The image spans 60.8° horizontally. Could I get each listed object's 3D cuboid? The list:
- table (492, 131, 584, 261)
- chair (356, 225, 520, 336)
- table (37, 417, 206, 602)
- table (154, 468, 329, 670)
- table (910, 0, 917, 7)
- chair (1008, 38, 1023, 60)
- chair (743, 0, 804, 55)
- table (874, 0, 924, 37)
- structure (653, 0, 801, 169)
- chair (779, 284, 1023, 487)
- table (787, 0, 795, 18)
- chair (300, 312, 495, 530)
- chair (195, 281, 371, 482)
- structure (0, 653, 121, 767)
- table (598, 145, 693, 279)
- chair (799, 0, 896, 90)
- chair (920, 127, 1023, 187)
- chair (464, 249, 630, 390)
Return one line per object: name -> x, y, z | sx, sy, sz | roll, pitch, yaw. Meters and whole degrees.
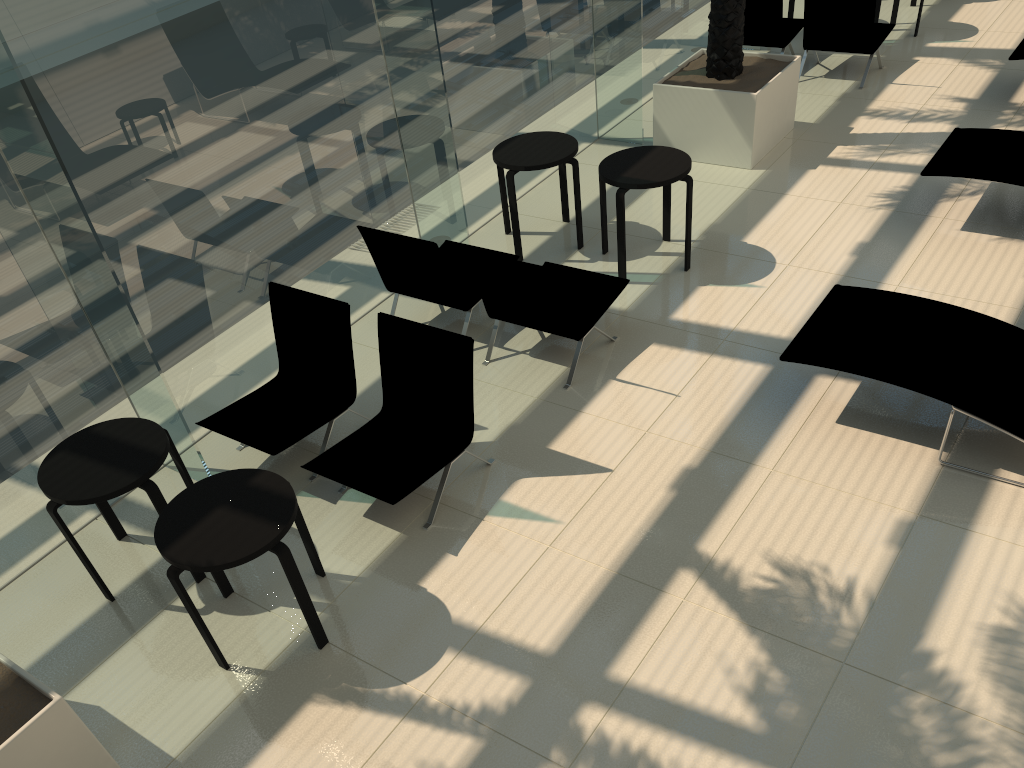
table -> 0.226, -1.539, 7.145 | 0.675, 0.847, 0.626 | -16, 40, -9
chair -> -0.490, -0.879, 6.388 | 0.697, 0.964, 0.835 | 20, 47, 30
table -> -2.122, 0.705, 4.887 | 0.680, 0.847, 0.622 | -10, 40, -2
table -> -1.326, 0.945, 4.437 | 0.680, 0.847, 0.622 | -10, 40, -2
table -> 5.031, -5.107, 10.521 | 0.678, 0.847, 0.623 | -13, 40, -6
chair -> 5.581, -3.064, 7.590 | 1.984, 1.256, 0.867 | 18, 46, 29
chair -> 2.719, -3.934, 9.459 | 0.697, 0.964, 0.835 | 20, 47, 30
table -> 4.217, -4.341, 9.753 | 0.675, 0.847, 0.626 | -16, 40, -9
structure -> 1.544, -5.149, 5.903 | 4.738, 7.607, 4.147 | 14, 45, 25
chair -> 2.635, -0.260, 4.771 | 1.984, 1.256, 0.867 | 18, 46, 29
table -> 3.421, -4.581, 10.202 | 0.675, 0.847, 0.626 | -16, 40, -9
chair -> -0.694, 0.259, 5.046 | 0.697, 0.964, 0.835 | 20, 47, 30
chair -> -1.459, 0.029, 5.479 | 0.697, 0.964, 0.835 | 20, 47, 30
structure -> -3.070, -0.784, 1.521 | 4.445, 7.607, 4.416 | 4, 41, 14
table -> 1.022, -1.299, 6.695 | 0.675, 0.847, 0.626 | -16, 40, -9
chair -> 3.484, -3.703, 9.027 | 0.697, 0.964, 0.835 | 20, 47, 30
chair -> 4.130, -1.684, 6.202 | 1.984, 1.256, 0.867 | 18, 46, 29
chair -> 0.275, -0.648, 5.955 | 0.697, 0.964, 0.835 | 20, 47, 30
